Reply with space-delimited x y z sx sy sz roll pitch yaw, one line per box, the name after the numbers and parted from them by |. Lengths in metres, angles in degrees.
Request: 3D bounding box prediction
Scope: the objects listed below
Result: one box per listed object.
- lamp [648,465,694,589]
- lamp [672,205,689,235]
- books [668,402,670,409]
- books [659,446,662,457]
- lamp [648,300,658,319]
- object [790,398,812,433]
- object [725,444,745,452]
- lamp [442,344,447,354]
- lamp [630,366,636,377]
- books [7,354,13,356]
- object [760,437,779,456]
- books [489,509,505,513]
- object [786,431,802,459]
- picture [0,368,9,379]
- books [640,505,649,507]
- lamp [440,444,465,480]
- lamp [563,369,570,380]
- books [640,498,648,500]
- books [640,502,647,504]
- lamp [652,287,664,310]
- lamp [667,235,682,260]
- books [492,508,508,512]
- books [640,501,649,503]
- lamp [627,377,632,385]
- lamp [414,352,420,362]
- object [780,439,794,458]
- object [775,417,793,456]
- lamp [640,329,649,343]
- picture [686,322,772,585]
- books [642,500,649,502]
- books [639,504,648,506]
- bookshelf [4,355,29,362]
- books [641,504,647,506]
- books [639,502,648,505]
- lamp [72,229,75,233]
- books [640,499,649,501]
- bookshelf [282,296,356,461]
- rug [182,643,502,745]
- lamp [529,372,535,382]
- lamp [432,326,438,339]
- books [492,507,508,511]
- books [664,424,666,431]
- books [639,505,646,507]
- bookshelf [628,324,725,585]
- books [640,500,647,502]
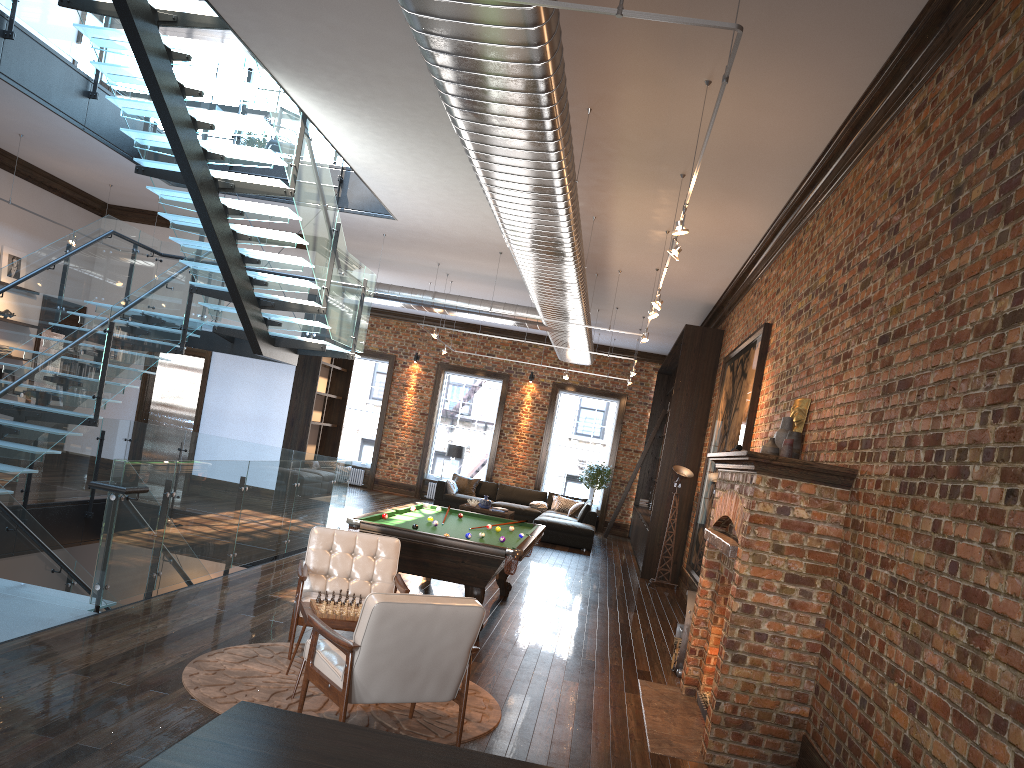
2.398 2.120 13.148 0.424 1.828 0.507 10 1 11 | lamp
1.203 -1.153 6.255 0.118 0.213 0.116 10 0 -42 | lamp
3.652 0.557 20.068 0.234 0.252 0.028 10 1 6 | books
3.586 1.617 20.896 0.188 0.273 0.013 10 1 6 | books
1.582 -0.830 9.866 0.114 0.230 0.113 10 0 -14 | lamp
2.181 0.378 6.911 0.124 0.536 0.409 10 -1 7 | object
1.779 0.525 6.910 0.236 0.105 0.238 9 -3 17 | object
-1.430 -0.741 18.991 0.114 0.230 0.113 10 0 -43 | lamp
2.277 -0.248 16.584 0.114 0.230 0.113 10 0 -18 | lamp
-7.310 -0.445 12.612 0.193 0.007 0.347 9 -4 11 | books
1.849 0.466 6.342 0.137 0.169 0.135 11 -1 -41 | object
-0.296 2.490 17.398 0.263 0.024 0.205 11 -4 -16 | books
2.006 0.457 6.347 0.120 0.242 0.121 10 0 26 | object
-7.403 -0.063 13.004 0.077 0.300 0.301 10 -1 7 | picture
3.104 2.867 20.907 0.210 0.011 0.273 10 -4 3 | books
-1.447 2.057 19.570 0.682 1.467 0.422 10 1 36 | lamp
1.217 -0.217 19.781 0.114 0.230 0.113 10 0 -24 | lamp
3.115 2.717 20.906 0.183 0.008 0.306 9 -4 9 | books
3.090 2.804 20.909 0.158 0.011 0.252 9 -4 11 | books
1.514 -0.888 9.204 0.113 0.230 0.115 10 0 36 | lamp
1.274 -1.085 6.941 0.114 0.230 0.113 10 0 -19 | lamp
-0.242 2.522 17.742 0.204 0.024 0.264 7 -5 41 | books
3.114 2.779 20.906 0.205 0.015 0.265 10 -4 4 | books
2.486 -0.074 18.579 0.115 0.230 0.112 10 0 -44 | lamp
-2.332 -0.645 21.643 0.126 0.237 0.155 10 0 6 | lamp
1.932 0.469 6.235 0.082 0.178 0.081 10 0 -41 | object
2.004 0.415 6.529 0.144 0.350 0.146 10 0 43 | object
1.796 -0.652 11.921 0.113 0.230 0.114 10 0 21 | lamp
2.566 0.984 10.809 0.080 3.001 3.210 10 -2 7 | picture
3.120 2.747 20.906 0.199 0.012 0.220 9 -4 11 | books
3.100 2.854 20.907 0.201 0.012 0.245 9 -4 10 | books
-7.466 -0.532 11.266 0.200 2.054 4.088 10 -3 7 | bookshelf
3.092 2.842 20.908 0.170 0.009 0.255 9 -4 12 | books
3.104 2.822 20.907 0.199 0.019 0.256 9 -4 9 | books
-6.085 -2.026 12.270 0.114 0.230 0.113 10 0 -38 | lamp
3.122 2.732 20.905 0.199 0.020 0.212 9 -4 11 | books
-3.292 0.388 15.164 0.400 3.518 1.785 10 0 7 | bookshelf
-1.034 1.908 5.570 1.965 0.015 1.977 10 -4 8 | rug
0.473 -0.168 21.348 0.126 0.237 0.155 10 0 6 | lamp
-1.393 -0.937 16.034 0.113 0.230 0.114 10 0 27 | lamp
-0.236 2.496 17.734 0.204 0.028 0.264 7 -5 39 | books
3.677 1.110 20.905 0.176 0.296 0.017 10 1 6 | books
3.095 2.878 20.908 0.207 0.013 0.280 10 -4 8 | books
3.018 1.413 17.398 0.599 3.997 7.431 10 -3 7 | bookshelf
3.089 2.751 20.909 0.149 0.005 0.319 10 -4 6 | books
